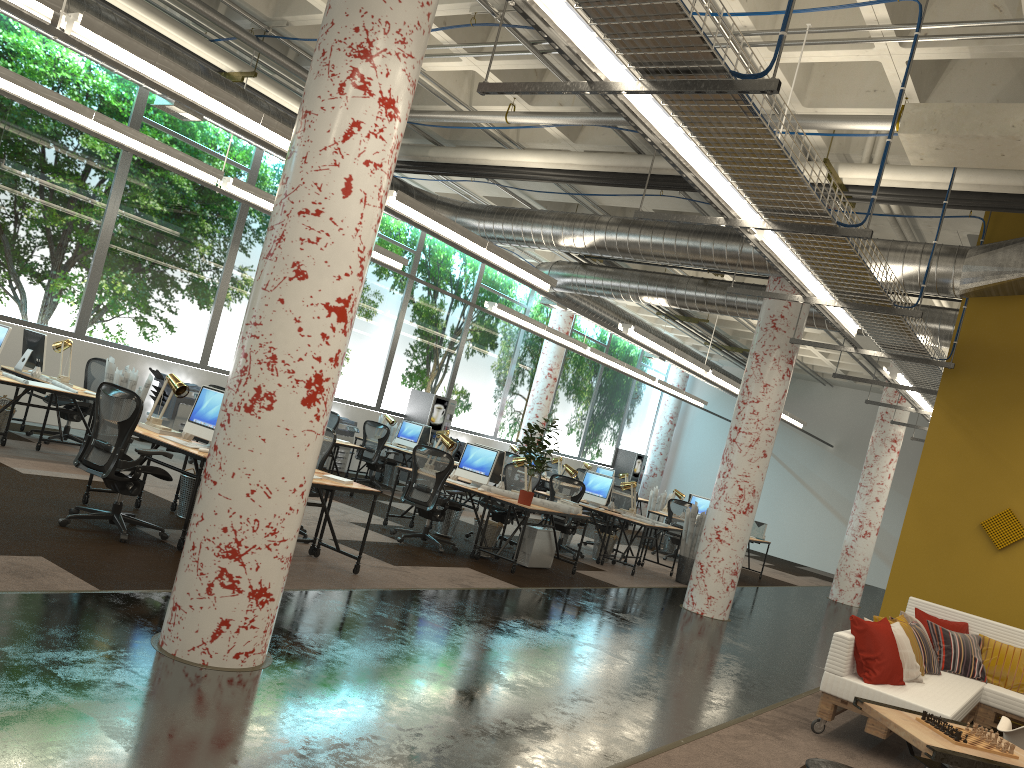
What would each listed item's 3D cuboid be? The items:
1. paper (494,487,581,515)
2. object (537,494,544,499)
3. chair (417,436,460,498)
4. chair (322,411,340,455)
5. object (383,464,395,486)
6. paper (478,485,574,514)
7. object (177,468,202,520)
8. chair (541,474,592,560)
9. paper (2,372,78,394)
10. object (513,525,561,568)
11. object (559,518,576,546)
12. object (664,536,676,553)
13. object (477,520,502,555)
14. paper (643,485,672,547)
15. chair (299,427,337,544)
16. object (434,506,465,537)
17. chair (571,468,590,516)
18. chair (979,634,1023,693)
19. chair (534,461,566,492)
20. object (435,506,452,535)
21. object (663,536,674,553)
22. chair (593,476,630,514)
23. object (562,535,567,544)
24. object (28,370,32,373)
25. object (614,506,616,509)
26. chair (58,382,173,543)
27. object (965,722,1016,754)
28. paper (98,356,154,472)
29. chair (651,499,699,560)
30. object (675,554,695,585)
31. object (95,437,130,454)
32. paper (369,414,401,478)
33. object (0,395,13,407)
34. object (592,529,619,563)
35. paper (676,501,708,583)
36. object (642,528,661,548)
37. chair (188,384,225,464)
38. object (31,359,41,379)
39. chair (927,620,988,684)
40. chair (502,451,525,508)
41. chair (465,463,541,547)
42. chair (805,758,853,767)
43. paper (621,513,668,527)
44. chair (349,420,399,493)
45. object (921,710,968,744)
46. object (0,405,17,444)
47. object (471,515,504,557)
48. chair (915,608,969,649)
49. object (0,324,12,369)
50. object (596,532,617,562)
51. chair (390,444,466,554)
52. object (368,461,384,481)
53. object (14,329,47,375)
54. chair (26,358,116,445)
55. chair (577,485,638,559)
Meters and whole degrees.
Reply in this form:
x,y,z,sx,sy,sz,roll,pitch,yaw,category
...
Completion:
x,y,z,sx,sy,sz,roll,pitch,yaw,category
0.247,1.337,10.233,1.134,0.082,0.083,15,-2,-1,paper
0.555,2.458,18.301,0.234,0.403,0.120,14,-1,35,object
-1.393,1.483,16.182,0.767,1.085,0.796,14,-1,18,chair
-3.085,0.898,13.593,0.767,1.085,0.796,14,-1,18,chair
-2.189,1.598,15.758,0.234,0.403,0.120,14,-1,35,object
0.156,1.305,10.095,1.132,0.082,0.083,14,-2,9,paper
-2.839,0.993,7.961,0.356,0.435,0.355,14,-1,31,object
0.746,1.848,12.506,0.767,1.085,0.796,14,-1,18,chair
-4.806,-0.016,9.031,0.564,0.061,0.630,13,-3,32,paper
0.301,1.927,10.512,0.219,0.455,0.545,14,-2,35,object
0.834,2.272,13.752,0.356,0.435,0.355,14,-1,31,object
3.068,3.035,16.994,0.356,0.435,0.355,14,-1,31,object
-0.267,1.787,10.296,0.234,0.403,0.120,14,-1,35,object
2.825,2.601,17.463,0.439,1.198,0.413,15,0,12,paper
-2.093,0.875,8.323,0.767,1.085,0.796,14,-1,18,chair
-0.803,1.677,11.118,0.356,0.435,0.355,14,-1,31,object
1.689,2.531,20.568,0.767,1.085,0.796,14,-1,18,chair
4.242,2.427,7.605,0.518,0.381,0.369,14,-2,31,chair
0.765,2.229,19.485,0.767,1.085,0.796,14,-1,18,chair
-0.853,1.674,11.056,0.234,0.403,0.120,14,-1,35,object
3.018,3.032,16.931,0.234,0.403,0.120,14,-1,35,object
2.524,2.837,22.176,0.767,1.085,0.796,14,-1,18,chair
0.784,2.270,13.689,0.234,0.403,0.120,14,-1,35,object
-5.580,-0.144,10.306,0.059,0.029,0.107,13,-3,35,object
2.314,3.066,20.992,0.234,0.403,0.120,14,-1,35,object
-2.927,0.568,6.715,0.767,1.085,0.796,14,-1,18,chair
1.928,1.416,3.570,0.056,0.053,0.250,15,-3,-5,object
-4.088,0.333,9.154,0.439,1.198,0.413,15,0,12,paper
2.979,2.610,15.748,0.767,1.085,0.796,14,-1,18,chair
2.544,2.702,12.809,0.354,0.398,0.352,15,-1,-10,object
-4.170,0.737,9.154,0.354,0.398,0.352,15,-1,-11,object
-2.382,1.167,16.290,0.439,1.198,0.413,15,0,12,paper
-5.880,0.308,10.096,0.356,0.435,0.355,14,-1,31,object
1.327,2.354,12.867,0.356,0.435,0.355,14,-1,31,object
2.625,2.297,12.810,0.439,1.198,0.413,15,0,12,paper
2.743,3.006,17.463,0.354,0.398,0.352,15,-1,-10,object
-3.919,0.592,11.986,0.767,1.085,0.796,14,-1,18,chair
-5.201,-0.167,9.707,0.102,0.209,0.101,15,-1,-11,object
3.854,2.327,7.663,0.516,0.392,0.358,15,-1,3,chair
-0.069,1.923,17.877,0.767,1.085,0.796,14,-1,18,chair
-0.057,1.558,11.480,0.767,1.085,0.796,14,-1,18,chair
1.288,1.811,3.542,0.347,0.497,0.337,15,-1,-6,chair
1.908,1.948,12.687,0.564,0.061,0.630,13,-3,32,paper
-2.228,1.176,14.574,0.767,1.085,0.796,14,-1,18,chair
1.733,1.364,3.549,0.056,0.053,0.250,15,-3,-5,object
-5.387,0.390,9.212,0.356,0.435,0.355,14,-1,31,object
-0.310,1.759,10.234,0.356,0.435,0.355,14,-1,31,object
3.866,2.306,7.959,0.533,0.437,0.287,15,-1,7,chair
-5.481,-0.402,9.362,0.481,0.485,0.191,14,-1,34,object
1.370,2.383,12.930,0.234,0.403,0.120,14,-1,35,object
-0.892,1.252,9.872,0.767,1.085,0.796,14,-1,18,chair
-2.464,1.572,16.289,0.355,0.398,0.351,16,-2,-36,object
-5.404,-0.351,9.946,0.481,0.485,0.191,14,-1,34,object
-5.134,0.189,10.458,0.767,1.085,0.796,14,-1,18,chair
1.580,2.154,14.114,0.767,1.085,0.796,14,-1,18,chair
